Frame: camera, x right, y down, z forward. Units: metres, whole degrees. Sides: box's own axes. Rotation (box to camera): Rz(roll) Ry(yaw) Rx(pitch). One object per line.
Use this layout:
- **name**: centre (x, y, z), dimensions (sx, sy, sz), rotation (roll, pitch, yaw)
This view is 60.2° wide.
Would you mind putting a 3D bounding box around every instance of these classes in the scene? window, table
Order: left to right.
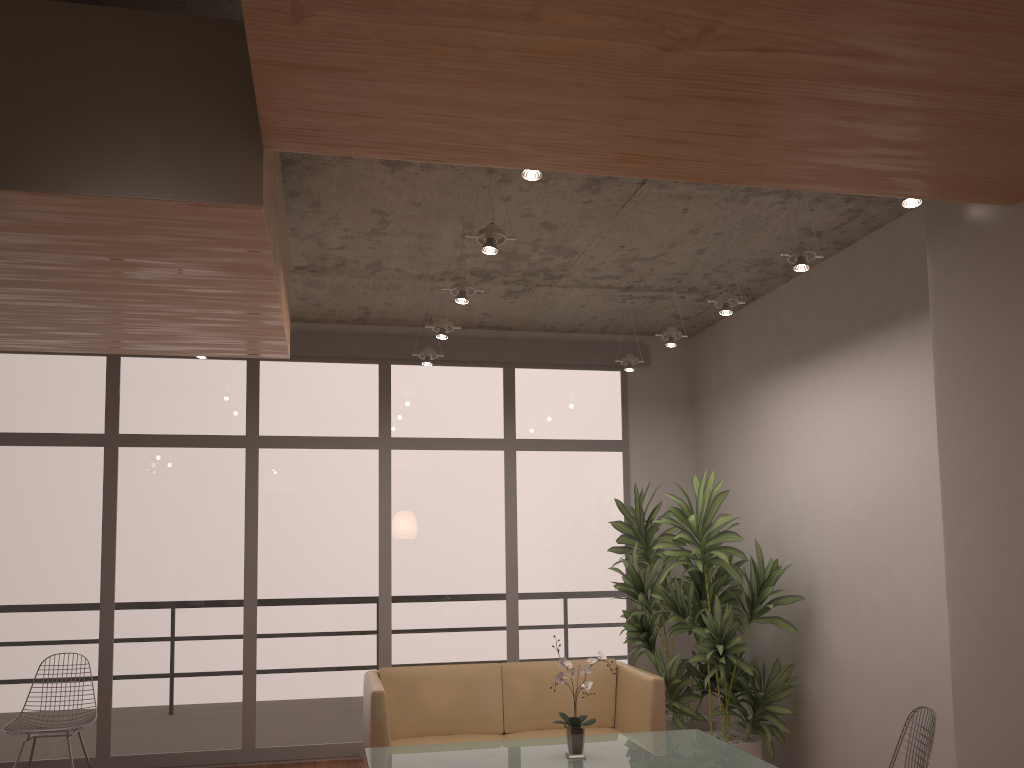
- **window**: centre (-2.995, 1.189, 6.550), dimensions (8.550, 3.251, 0.063), rotation (1, -5, -12)
- **table**: centre (0.242, 2.125, 4.342), dimensions (1.868, 0.554, 0.952), rotation (1, -9, -12)

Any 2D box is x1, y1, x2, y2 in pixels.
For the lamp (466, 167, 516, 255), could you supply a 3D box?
- **lamp**: centre (-0.096, -0.826, 3.984), dimensions (0.199, 0.478, 0.135), rotation (5, -8, -44)

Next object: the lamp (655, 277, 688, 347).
- **lamp**: centre (1.060, -0.487, 5.892), dimensions (0.199, 0.478, 0.135), rotation (5, -8, -44)

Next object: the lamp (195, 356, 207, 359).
- **lamp**: centre (-2.124, -0.412, 6.072), dimensions (0.199, 0.478, 0.135), rotation (5, -8, -44)

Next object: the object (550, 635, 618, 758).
- **object**: centre (0.323, 1.553, 4.383), dimensions (0.297, 0.584, 0.375), rotation (1, -7, -17)

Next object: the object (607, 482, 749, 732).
- **object**: centre (1.271, 1.774, 6.677), dimensions (1.081, 2.085, 0.975), rotation (-1, -6, 6)

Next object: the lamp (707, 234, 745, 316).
- **lamp**: centre (1.231, -0.638, 5.092), dimensions (0.199, 0.478, 0.135), rotation (5, -8, -44)

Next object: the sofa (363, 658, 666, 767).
- **sofa**: centre (-0.015, 2.224, 5.606), dimensions (1.799, 0.829, 0.890), rotation (1, -8, -12)

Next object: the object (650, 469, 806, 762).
- **object**: centre (1.426, 1.650, 6.020), dimensions (0.967, 2.085, 1.091), rotation (-1, -6, 1)

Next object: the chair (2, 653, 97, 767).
- **chair**: centre (-3.090, 2.297, 5.946), dimensions (0.542, 0.892, 0.567), rotation (1, -7, -12)

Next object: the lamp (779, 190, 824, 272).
- **lamp**: centre (1.401, -0.789, 4.292), dimensions (0.199, 0.478, 0.135), rotation (5, -8, -44)

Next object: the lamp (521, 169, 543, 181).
- **lamp**: centre (0.074, -0.977, 3.184), dimensions (0.199, 0.478, 0.135), rotation (5, -8, -44)

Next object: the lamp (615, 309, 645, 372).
- **lamp**: centre (0.890, -0.337, 6.692), dimensions (0.199, 0.478, 0.135), rotation (5, -8, -44)

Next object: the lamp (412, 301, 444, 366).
- **lamp**: centre (-0.607, -0.374, 6.384), dimensions (0.199, 0.478, 0.135), rotation (5, -8, -44)

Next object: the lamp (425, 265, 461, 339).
- **lamp**: centre (-0.437, -0.525, 5.584), dimensions (0.199, 0.478, 0.135), rotation (5, -8, -44)

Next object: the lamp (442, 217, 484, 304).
- **lamp**: centre (-0.267, -0.676, 4.784), dimensions (0.199, 0.478, 0.135), rotation (5, -8, -44)

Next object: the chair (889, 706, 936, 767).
- **chair**: centre (1.507, 1.827, 3.740), dimensions (0.561, 0.892, 0.548), rotation (-2, -7, 8)
